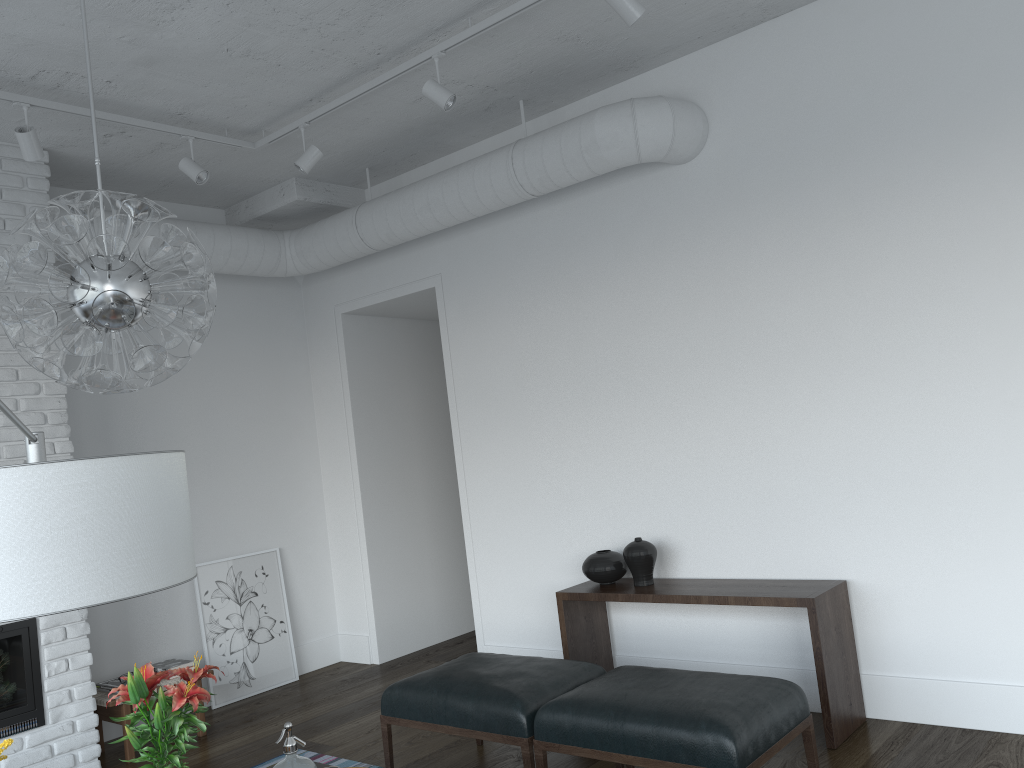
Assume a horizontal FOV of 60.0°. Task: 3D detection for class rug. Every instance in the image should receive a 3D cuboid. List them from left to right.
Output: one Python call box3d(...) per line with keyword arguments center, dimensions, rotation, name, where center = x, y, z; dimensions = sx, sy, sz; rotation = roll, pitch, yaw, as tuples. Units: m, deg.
box3d(center=(-0.539, 1.633, 2.218), dimensions=(3.760, 0.012, 2.735), rotation=(-10, -5, 40), name="rug")

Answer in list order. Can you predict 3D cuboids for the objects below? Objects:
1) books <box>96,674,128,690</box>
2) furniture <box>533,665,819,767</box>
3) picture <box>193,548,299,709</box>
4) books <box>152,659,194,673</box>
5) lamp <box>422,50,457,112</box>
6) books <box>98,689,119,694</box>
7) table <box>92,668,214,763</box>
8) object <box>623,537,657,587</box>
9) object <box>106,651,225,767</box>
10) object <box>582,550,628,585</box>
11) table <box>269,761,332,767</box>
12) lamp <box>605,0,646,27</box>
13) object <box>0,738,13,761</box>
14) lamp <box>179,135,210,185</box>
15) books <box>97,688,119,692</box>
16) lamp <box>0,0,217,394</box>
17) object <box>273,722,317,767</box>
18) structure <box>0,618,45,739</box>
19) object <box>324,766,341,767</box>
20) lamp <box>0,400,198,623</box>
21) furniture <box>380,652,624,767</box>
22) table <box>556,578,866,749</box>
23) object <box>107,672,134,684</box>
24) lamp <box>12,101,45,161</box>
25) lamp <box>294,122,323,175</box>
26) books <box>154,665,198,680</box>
box3d(center=(-2.103, 1.620, 4.812), dimensions=(0.280, 0.019, 0.202), rotation=(-10, -4, 38), name="books")
box3d(center=(0.586, 1.323, 3.218), dimensions=(0.827, 0.476, 0.583), rotation=(-10, -5, 40), name="furniture")
box3d(center=(-1.715, 1.555, 5.737), dimensions=(0.093, 0.884, 0.637), rotation=(-10, -5, 40), name="picture")
box3d(center=(-1.945, 1.601, 5.036), dimensions=(0.238, 0.025, 0.173), rotation=(-10, -4, 38), name="books")
box3d(center=(-0.329, -1.341, 3.915), dimensions=(0.154, 0.285, 0.094), rotation=(-8, -4, 13), name="lamp")
box3d(center=(-2.097, 1.645, 4.814), dimensions=(0.273, 0.011, 0.172), rotation=(-10, -5, 39), name="books")
box3d(center=(-2.001, 1.815, 4.892), dimensions=(0.405, 0.345, 0.605), rotation=(-10, -5, 40), name="table")
box3d(center=(0.649, 0.892, 4.465), dimensions=(0.171, 0.236, 0.171), rotation=(-3, -5, -45), name="object")
box3d(center=(-0.907, 1.003, 2.353), dimensions=(0.275, 0.558, 0.284), rotation=(-7, -4, 2), name="object")
box3d(center=(0.487, 0.955, 4.621), dimensions=(0.245, 0.168, 0.245), rotation=(-9, -4, 31), name="object")
box3d(center=(-0.650, 1.441, 2.183), dimensions=(1.362, 0.394, 1.306), rotation=(-10, -5, 40), name="table")
box3d(center=(0.415, -1.471, 3.284), dimensions=(0.154, 0.285, 0.100), rotation=(-5, -4, -27), name="lamp")
box3d(center=(-1.224, 1.068, 2.083), dimensions=(0.121, 0.470, 0.120), rotation=(-5, -4, -34), name="object")
box3d(center=(-1.622, -1.147, 4.500), dimensions=(0.154, 0.285, 0.093), rotation=(-8, -4, 18), name="lamp")
box3d(center=(-2.092, 1.633, 4.806), dimensions=(0.306, 0.011, 0.171), rotation=(-10, -5, 39), name="books")
box3d(center=(-1.160, -0.744, 2.455), dimensions=(0.552, 1.546, 0.552), rotation=(-9, -4, 27), name="lamp")
box3d(center=(-0.627, 1.113, 2.539), dimensions=(0.143, 0.288, 0.143), rotation=(-8, -4, 11), name="object")
box3d(center=(-2.868, 1.474, 4.036), dimensions=(0.675, 0.578, 1.168), rotation=(-10, -5, 40), name="structure")
box3d(center=(-0.515, 1.203, 2.626), dimensions=(0.085, 0.089, 0.195), rotation=(-4, -5, -41), name="object")
box3d(center=(-0.431, 0.638, 0.506), dimensions=(0.432, 1.738, 2.162), rotation=(-6, -4, -16), name="lamp")
box3d(center=(-0.059, 1.435, 3.763), dimensions=(0.828, 0.478, 0.584), rotation=(-10, -5, 40), name="furniture")
box3d(center=(0.895, 1.277, 4.234), dimensions=(1.362, 0.617, 0.375), rotation=(-10, -5, 40), name="table")
box3d(center=(-2.123, 1.595, 4.806), dimensions=(0.093, 0.038, 0.134), rotation=(-7, -4, 7), name="object")
box3d(center=(-2.133, -1.123, 3.896), dimensions=(0.097, 0.285, 0.154), rotation=(-6, -4, -10), name="lamp")
box3d(center=(-1.048, -1.215, 4.537), dimensions=(0.154, 0.285, 0.104), rotation=(-6, -4, -10), name="lamp")
box3d(center=(-1.935, 1.628, 5.030), dimensions=(0.267, 0.032, 0.185), rotation=(-10, -4, 38), name="books")
